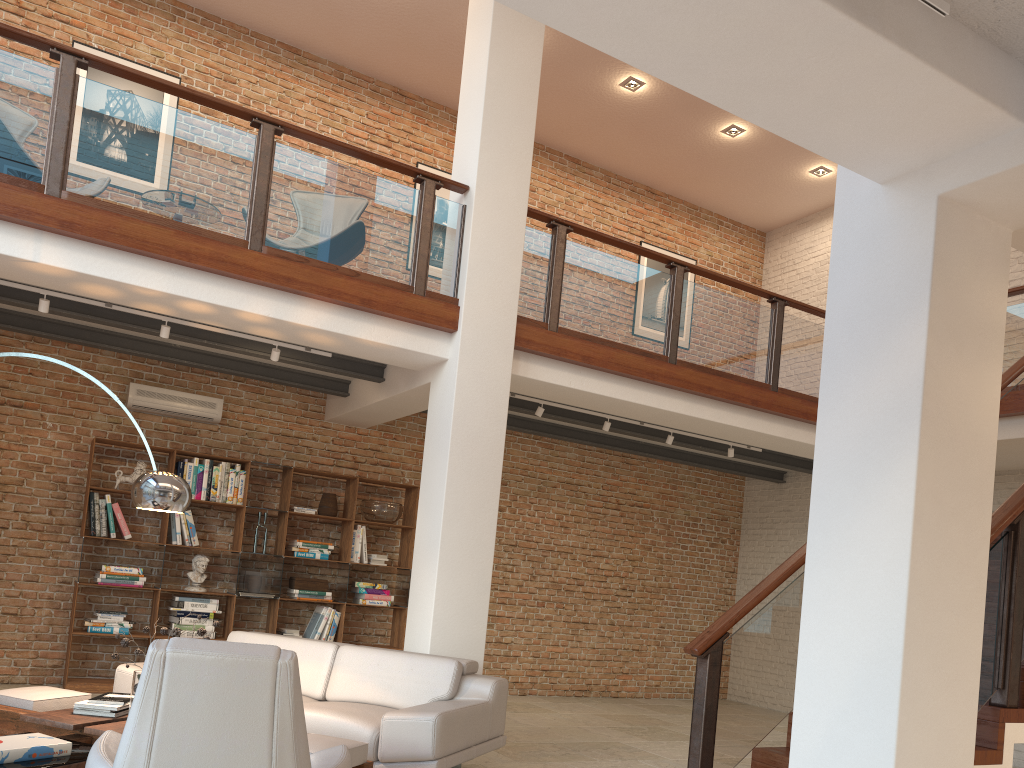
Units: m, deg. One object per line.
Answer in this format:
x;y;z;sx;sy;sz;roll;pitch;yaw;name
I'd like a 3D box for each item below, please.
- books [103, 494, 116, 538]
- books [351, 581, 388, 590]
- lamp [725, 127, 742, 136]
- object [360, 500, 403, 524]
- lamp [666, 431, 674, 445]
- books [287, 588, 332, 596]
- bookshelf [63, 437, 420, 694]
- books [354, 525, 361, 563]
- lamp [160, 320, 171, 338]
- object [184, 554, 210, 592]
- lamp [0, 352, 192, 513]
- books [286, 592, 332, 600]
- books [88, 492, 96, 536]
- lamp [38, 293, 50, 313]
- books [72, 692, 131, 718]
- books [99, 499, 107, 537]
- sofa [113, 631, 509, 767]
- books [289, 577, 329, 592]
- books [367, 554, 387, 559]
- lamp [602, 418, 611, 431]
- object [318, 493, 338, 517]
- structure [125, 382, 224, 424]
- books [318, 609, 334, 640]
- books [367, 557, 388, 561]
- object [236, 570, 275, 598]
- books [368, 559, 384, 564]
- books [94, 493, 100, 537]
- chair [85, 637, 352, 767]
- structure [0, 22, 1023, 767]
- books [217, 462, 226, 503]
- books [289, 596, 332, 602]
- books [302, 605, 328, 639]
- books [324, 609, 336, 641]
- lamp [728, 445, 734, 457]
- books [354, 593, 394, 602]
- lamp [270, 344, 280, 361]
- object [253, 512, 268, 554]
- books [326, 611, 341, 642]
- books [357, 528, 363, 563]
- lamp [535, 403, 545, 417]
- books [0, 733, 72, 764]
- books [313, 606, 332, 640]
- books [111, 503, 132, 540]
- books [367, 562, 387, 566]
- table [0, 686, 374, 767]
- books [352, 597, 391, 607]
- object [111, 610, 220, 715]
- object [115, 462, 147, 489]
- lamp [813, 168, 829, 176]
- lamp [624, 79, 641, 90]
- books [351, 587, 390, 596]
-3.546;1.168;7.679;0.122;0.374;0.245;7;-6;-29;books
-1.459;2.058;8.903;0.329;0.054;0.259;10;-13;-19;books
2.402;-2.753;9.450;0.125;0.054;0.125;12;-13;-29;lamp
-1.340;1.321;8.927;0.437;0.214;0.447;3;-11;12;object
1.504;0.522;8.301;0.061;0.126;0.086;8;-6;-27;lamp
-1.994;2.046;8.563;0.385;0.036;0.247;13;-15;-30;books
-2.446;1.854;8.299;3.074;2.157;0.366;11;-5;-29;bookshelf
-1.598;1.612;8.794;0.037;0.376;0.245;7;-6;-29;books
-2.406;-0.372;6.048;0.061;0.126;0.086;8;-6;-27;lamp
-2.903;1.743;8.047;0.197;0.343;0.196;7;-5;-14;object
-2.859;0.979;4.992;2.028;2.308;0.323;5;-3;7;lamp
-2.002;2.090;8.598;0.386;0.036;0.246;14;-15;-33;books
-3.672;1.138;7.611;0.092;0.377;0.245;7;-6;-29;books
-3.047;-0.523;5.679;0.061;0.118;0.087;8;-7;-27;lamp
-2.156;1.723;4.698;0.250;0.073;0.411;5;-13;3;books
-3.612;1.184;7.677;0.103;0.327;0.256;7;-7;-29;books
-1.293;2.080;5.688;2.323;0.741;1.174;1;-11;20;sofa
-2.000;1.969;8.568;0.340;0.116;0.215;12;-12;-29;books
-1.382;1.763;8.917;0.135;0.033;0.207;15;-16;-38;books
0.863;0.375;7.931;0.061;0.126;0.086;8;-6;-27;lamp
-1.812;1.196;8.606;0.192;0.228;0.198;3;-7;18;object
-3.112;0.186;8.054;0.824;0.214;0.201;12;-10;-29;structure
-1.870;2.399;8.659;0.099;0.348;0.274;7;-7;-29;books
-1.380;1.791;8.923;0.173;0.018;0.239;12;-14;-25;books
-2.443;1.898;8.283;0.340;0.228;0.286;11;-10;-29;object
-1.387;1.815;8.914;0.133;0.033;0.209;10;-13;-18;books
-3.644;1.146;7.637;0.092;0.377;0.245;7;-6;-29;books
-1.070;1.406;3.181;1.032;0.996;0.988;7;-8;-13;chair
2.152;0.144;3.219;10.291;4.049;14.010;12;-14;-28;structure
-2.740;0.927;8.159;0.037;0.376;0.245;7;-6;-29;books
-1.986;2.118;8.591;0.361;0.020;0.275;13;-15;-30;books
-1.957;2.375;8.624;0.165;0.365;0.245;8;-6;-29;books
-1.856;2.407;8.678;0.099;0.348;0.274;7;-7;-29;books
2.181;0.675;8.682;0.059;0.126;0.089;4;-6;21;lamp
-1.411;2.178;8.919;0.332;0.054;0.257;14;-15;-34;books
-1.747;-0.226;6.439;0.061;0.113;0.095;8;-7;-22;lamp
-2.385;1.414;8.287;0.123;0.391;0.062;7;-3;-27;object
-1.812;2.421;8.687;0.117;0.327;0.256;8;-7;-29;books
-1.580;1.632;8.816;0.021;0.352;0.274;7;-6;-29;books
0.241;0.232;7.570;0.086;0.126;0.060;2;-6;31;lamp
-2.110;1.556;3.727;0.254;0.055;0.335;-2;-15;30;books
-1.909;2.379;8.625;0.163;0.365;0.245;8;-6;-29;books
-3.481;1.220;7.744;0.197;0.312;0.256;9;-7;-29;books
-1.390;1.845;8.930;0.172;0.018;0.240;10;-14;-20;books
-2.020;1.808;4.097;2.199;0.420;2.024;1;-13;21;table
-1.438;2.228;8.904;0.330;0.054;0.258;12;-14;-26;books
-1.726;1.440;4.439;0.316;0.594;0.554;3;-8;31;object
-3.375;0.808;7.714;0.254;0.277;0.131;8;-5;-22;object
3.592;-2.481;10.136;0.125;0.054;0.125;12;-13;-29;lamp
1.213;-3.025;8.765;0.125;0.054;0.125;12;-13;-29;lamp
-1.449;2.116;8.909;0.331;0.054;0.257;13;-14;-29;books
